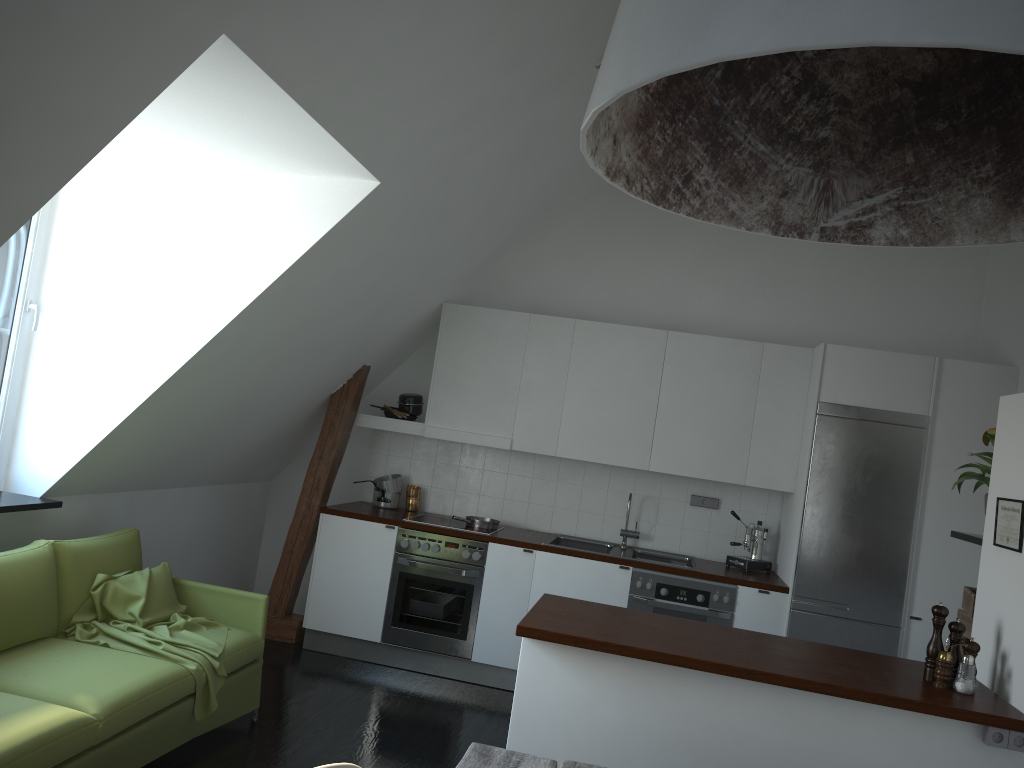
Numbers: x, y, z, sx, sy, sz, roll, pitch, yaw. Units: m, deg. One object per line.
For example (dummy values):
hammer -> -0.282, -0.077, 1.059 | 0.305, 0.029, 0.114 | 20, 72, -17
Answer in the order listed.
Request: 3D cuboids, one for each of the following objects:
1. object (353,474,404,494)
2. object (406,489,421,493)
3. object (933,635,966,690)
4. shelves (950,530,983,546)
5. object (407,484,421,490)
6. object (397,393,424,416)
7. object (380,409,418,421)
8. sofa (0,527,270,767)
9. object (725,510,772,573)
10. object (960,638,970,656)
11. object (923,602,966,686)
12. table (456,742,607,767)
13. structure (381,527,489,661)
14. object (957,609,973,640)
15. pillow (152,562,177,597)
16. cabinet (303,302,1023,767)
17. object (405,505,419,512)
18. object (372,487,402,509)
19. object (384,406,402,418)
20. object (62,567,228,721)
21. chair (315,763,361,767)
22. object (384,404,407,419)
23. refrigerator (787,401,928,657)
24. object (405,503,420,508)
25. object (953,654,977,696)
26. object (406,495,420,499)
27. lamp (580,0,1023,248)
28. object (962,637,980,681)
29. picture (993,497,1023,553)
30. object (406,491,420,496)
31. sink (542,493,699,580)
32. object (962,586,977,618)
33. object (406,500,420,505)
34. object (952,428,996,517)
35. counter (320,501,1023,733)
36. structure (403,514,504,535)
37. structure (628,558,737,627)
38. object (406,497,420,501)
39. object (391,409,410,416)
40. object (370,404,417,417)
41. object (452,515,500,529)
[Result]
object -> -0.941, 0.700, 6.218 | 0.371, 0.169, 0.203 | 9, -3, -17
object -> -0.695, 0.758, 6.242 | 0.100, 0.036, 0.100 | 6, -4, 39
object -> 1.532, 0.970, 3.116 | 0.080, 0.192, 0.058 | 9, -3, -6
shelves -> 2.156, 0.939, 3.585 | 0.660, 0.553, 0.408 | 8, -3, 10
object -> -0.691, 0.738, 6.242 | 0.100, 0.047, 0.099 | 8, -3, 6
object -> -0.713, 0.145, 6.223 | 0.190, 0.166, 0.200 | 10, -3, -27
object -> -0.780, 0.219, 6.165 | 0.243, 0.056, 0.350 | 9, -3, -1
sofa -> -1.780, 1.098, 3.413 | 0.898, 0.825, 2.093 | 8, -3, 9
object -> 1.518, 1.013, 5.730 | 0.353, 0.370, 0.206 | 10, -4, -33
object -> 2.022, 1.122, 3.627 | 0.329, 0.101, 0.287 | 7, -3, 20
object -> 1.564, 0.933, 3.198 | 0.123, 0.283, 0.061 | 8, -3, 10
table -> 0.194, 1.285, 0.991 | 1.141, 0.788, 2.421 | 8, -3, 10
structure -> -0.428, 1.328, 5.838 | 0.583, 0.725, 0.749 | 8, -3, 10
object -> 2.037, 1.024, 3.632 | 0.287, 0.101, 0.329 | 8, -3, 5
pillow -> -1.724, 1.010, 4.180 | 0.210, 0.275, 0.462 | 8, -3, 8
cabinet -> 0.738, 0.759, 4.566 | 4.208, 2.369, 3.033 | 8, -3, 10
object -> -0.703, 0.875, 6.238 | 0.100, 0.036, 0.100 | 8, -3, 7
object -> -0.864, 0.788, 6.168 | 0.200, 0.154, 0.348 | 9, -3, -10
object -> -0.825, 0.192, 6.121 | 0.065, 0.065, 0.332 | 10, -3, -22
object -> -1.551, 1.142, 4.015 | 0.722, 0.493, 0.711 | 8, -3, 5
chair -> -0.269, 1.248, 1.738 | 0.542, 0.801, 0.465 | 6, -4, 36
object -> -0.810, 0.188, 6.128 | 0.061, 0.077, 0.331 | 10, -3, -31
refrigerator -> 1.954, 1.065, 5.096 | 0.609, 1.868, 0.031 | 8, -3, 10
object -> -0.702, 0.853, 6.238 | 0.100, 0.048, 0.099 | 7, -3, 29
object -> 1.569, 1.001, 3.063 | 0.069, 0.135, 0.069 | 9, -3, -15
object -> -0.699, 0.793, 6.244 | 0.099, 0.057, 0.101 | 7, -3, 22
lamp -> 0.660, -1.635, 1.156 | 0.757, 2.813, 0.697 | 10, -3, -30
object -> 1.612, 0.986, 3.128 | 0.058, 0.184, 0.058 | 8, -3, 7
picture -> 1.804, 0.507, 3.214 | 0.023, 0.182, 0.250 | 8, -3, 10
object -> -0.698, 0.775, 6.242 | 0.100, 0.036, 0.100 | 10, -3, -23
sink -> 0.725, 0.970, 5.727 | 0.963, 0.519, 0.671 | 8, -3, 10
object -> 2.056, 0.925, 3.647 | 0.329, 0.101, 0.287 | 7, -3, 20
object -> -0.701, 0.836, 6.240 | 0.099, 0.051, 0.099 | 9, -3, -4
object -> 2.121, 0.415, 3.726 | 0.493, 0.486, 0.506 | 7, -3, 30
counter -> 0.272, 0.975, 4.605 | 3.365, 0.038, 3.085 | 8, -3, 10
structure -> -0.377, 0.940, 5.844 | 0.574, 0.041, 0.504 | 8, -3, 10
structure -> 1.015, 1.521, 5.487 | 0.612, 0.725, 0.582 | 8, -3, 10
object -> -0.700, 0.815, 6.244 | 0.099, 0.043, 0.100 | 9, -3, -2
object -> -0.776, 0.198, 6.167 | 0.065, 0.031, 0.335 | 10, -3, -32
object -> -0.841, 0.197, 6.216 | 0.357, 0.075, 0.244 | 9, -3, -19
object -> -0.253, 0.911, 5.909 | 0.351, 0.061, 0.232 | 9, -3, -16
